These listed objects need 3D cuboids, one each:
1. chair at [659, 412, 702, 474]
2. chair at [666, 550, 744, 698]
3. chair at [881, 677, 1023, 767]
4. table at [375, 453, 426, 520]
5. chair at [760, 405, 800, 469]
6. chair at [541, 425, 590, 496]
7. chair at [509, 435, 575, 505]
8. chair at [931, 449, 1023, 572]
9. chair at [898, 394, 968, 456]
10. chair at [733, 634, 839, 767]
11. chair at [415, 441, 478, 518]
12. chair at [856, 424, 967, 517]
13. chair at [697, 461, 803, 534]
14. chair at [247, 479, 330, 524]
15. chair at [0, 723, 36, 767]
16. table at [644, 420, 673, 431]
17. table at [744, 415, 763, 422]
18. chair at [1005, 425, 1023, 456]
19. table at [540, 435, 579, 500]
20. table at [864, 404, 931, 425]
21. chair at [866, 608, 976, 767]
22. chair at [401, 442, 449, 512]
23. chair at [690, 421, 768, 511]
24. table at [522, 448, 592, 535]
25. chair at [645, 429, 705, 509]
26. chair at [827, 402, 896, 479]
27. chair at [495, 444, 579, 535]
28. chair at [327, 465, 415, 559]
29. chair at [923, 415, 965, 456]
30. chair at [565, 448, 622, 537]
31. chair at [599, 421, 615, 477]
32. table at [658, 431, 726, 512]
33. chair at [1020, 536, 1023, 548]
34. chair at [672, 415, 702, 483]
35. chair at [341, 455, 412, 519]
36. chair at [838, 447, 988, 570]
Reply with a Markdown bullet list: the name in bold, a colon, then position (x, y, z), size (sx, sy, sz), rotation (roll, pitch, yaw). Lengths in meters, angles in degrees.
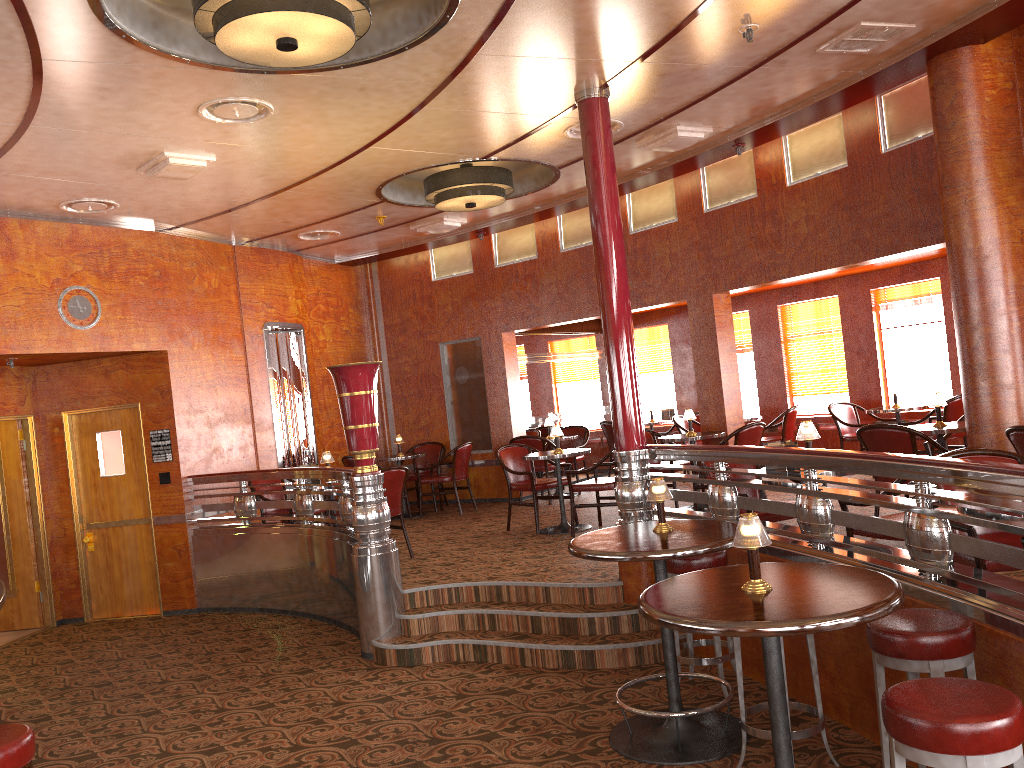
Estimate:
- **chair**: position (2.333, 0.778, 11.695), size (0.587, 0.817, 0.615), rotation (-6, 0, -24)
- **chair**: position (1.015, 1.269, 4.763), size (0.350, 0.755, 0.350), rotation (-6, 0, 25)
- **chair**: position (1.221, 1.217, 2.393), size (0.350, 0.755, 0.350), rotation (-6, 0, -33)
- **table**: position (-1.307, 1.211, 10.502), size (0.640, 0.720, 0.639), rotation (-6, 0, 38)
- **chair**: position (3.103, 0.678, 10.440), size (0.615, 0.817, 0.587), rotation (-6, 0, 34)
- **chair**: position (0.698, 0.951, 11.203), size (0.588, 0.817, 0.615), rotation (-6, 0, 29)
- **chair**: position (0.319, 0.982, 10.387), size (0.588, 0.817, 0.615), rotation (-6, 0, 29)
- **chair**: position (2.105, 0.704, 3.765), size (0.588, 0.817, 0.615), rotation (-6, 0, 4)
- **chair**: position (4.361, 0.522, 9.003), size (0.587, 0.817, 0.615), rotation (-6, 0, -31)
- **chair**: position (1.118, 1.245, 3.734), size (0.350, 0.755, 0.350), rotation (-6, 0, -40)
- **chair**: position (-0.723, 1.096, 10.308), size (0.615, 0.817, 0.587), rotation (-6, 0, 24)
- **chair**: position (2.825, 0.656, 6.291), size (0.615, 0.817, 0.588), rotation (-6, 0, -31)
- **chair**: position (1.501, 0.791, 5.459), size (0.587, 0.817, 0.615), rotation (-6, 0, -21)
- **chair**: position (-2.111, 1.224, 8.337), size (0.615, 0.817, 0.587), rotation (-6, 0, 29)
- **chair**: position (-1.725, 1.546, 2.908), size (0.350, 0.755, 0.350), rotation (-6, 0, -40)
- **table**: position (1.949, 0.875, 12.178), size (0.639, 0.720, 0.640), rotation (-6, 0, -11)
- **table**: position (2.718, 0.771, 10.655), size (0.640, 0.720, 0.639), rotation (-6, 0, 20)
- **chair**: position (3.155, 0.603, 4.938), size (0.615, 0.817, 0.588), rotation (-6, 0, -6)
- **table**: position (0.527, 1.013, 10.798), size (0.640, 0.720, 0.639), rotation (-6, 0, 38)
- **table**: position (4.103, 0.603, 9.363), size (0.640, 0.720, 0.639), rotation (-6, 0, 27)
- **chair**: position (1.462, 1.199, 3.102), size (0.350, 0.755, 0.350), rotation (-6, 0, -40)
- **chair**: position (-1.097, 1.145, 10.957), size (0.588, 0.817, 0.615), rotation (-6, 0, 19)
- **chair**: position (2.028, 0.767, 8.122), size (0.587, 0.817, 0.616), rotation (-6, 0, -41)
- **table**: position (0.450, 0.989, 8.197), size (0.640, 0.720, 0.639), rotation (-6, 0, 38)
- **chair**: position (1.497, 0.833, 8.803), size (0.616, 0.817, 0.587), rotation (-6, 0, 44)
- **chair**: position (3.848, 0.587, 9.741), size (0.587, 0.817, 0.615), rotation (-6, 0, -31)
- **chair**: position (0.195, 0.972, 8.493), size (0.587, 0.817, 0.616), rotation (-6, 0, -41)
- **chair**: position (-1.168, 1.110, 7.558), size (0.616, 0.817, 0.587), rotation (-6, 0, 44)
- **chair**: position (3.583, 0.579, 6.758), size (0.615, 0.817, 0.588), rotation (-6, 0, -26)
- **chair**: position (0.872, 0.890, 7.818), size (0.615, 0.817, 0.587), rotation (-6, 0, 34)
- **chair**: position (1.534, 0.869, 11.959), size (0.615, 0.817, 0.588), rotation (-6, 0, -24)
- **table**: position (1.768, 0.849, 8.547), size (0.640, 0.720, 0.639), rotation (-6, 0, 38)
- **chair**: position (2.138, 0.690, 2.931), size (0.588, 0.817, 0.615), rotation (-6, 0, -1)
- **chair**: position (2.327, 0.768, 10.891), size (0.615, 0.817, 0.587), rotation (-6, 0, 34)
- **chair**: position (-1.595, 1.190, 10.202), size (0.588, 0.817, 0.615), rotation (-6, 0, 44)
- **chair**: position (2.054, 0.717, 4.399), size (0.587, 0.817, 0.615), rotation (-6, 0, -21)
